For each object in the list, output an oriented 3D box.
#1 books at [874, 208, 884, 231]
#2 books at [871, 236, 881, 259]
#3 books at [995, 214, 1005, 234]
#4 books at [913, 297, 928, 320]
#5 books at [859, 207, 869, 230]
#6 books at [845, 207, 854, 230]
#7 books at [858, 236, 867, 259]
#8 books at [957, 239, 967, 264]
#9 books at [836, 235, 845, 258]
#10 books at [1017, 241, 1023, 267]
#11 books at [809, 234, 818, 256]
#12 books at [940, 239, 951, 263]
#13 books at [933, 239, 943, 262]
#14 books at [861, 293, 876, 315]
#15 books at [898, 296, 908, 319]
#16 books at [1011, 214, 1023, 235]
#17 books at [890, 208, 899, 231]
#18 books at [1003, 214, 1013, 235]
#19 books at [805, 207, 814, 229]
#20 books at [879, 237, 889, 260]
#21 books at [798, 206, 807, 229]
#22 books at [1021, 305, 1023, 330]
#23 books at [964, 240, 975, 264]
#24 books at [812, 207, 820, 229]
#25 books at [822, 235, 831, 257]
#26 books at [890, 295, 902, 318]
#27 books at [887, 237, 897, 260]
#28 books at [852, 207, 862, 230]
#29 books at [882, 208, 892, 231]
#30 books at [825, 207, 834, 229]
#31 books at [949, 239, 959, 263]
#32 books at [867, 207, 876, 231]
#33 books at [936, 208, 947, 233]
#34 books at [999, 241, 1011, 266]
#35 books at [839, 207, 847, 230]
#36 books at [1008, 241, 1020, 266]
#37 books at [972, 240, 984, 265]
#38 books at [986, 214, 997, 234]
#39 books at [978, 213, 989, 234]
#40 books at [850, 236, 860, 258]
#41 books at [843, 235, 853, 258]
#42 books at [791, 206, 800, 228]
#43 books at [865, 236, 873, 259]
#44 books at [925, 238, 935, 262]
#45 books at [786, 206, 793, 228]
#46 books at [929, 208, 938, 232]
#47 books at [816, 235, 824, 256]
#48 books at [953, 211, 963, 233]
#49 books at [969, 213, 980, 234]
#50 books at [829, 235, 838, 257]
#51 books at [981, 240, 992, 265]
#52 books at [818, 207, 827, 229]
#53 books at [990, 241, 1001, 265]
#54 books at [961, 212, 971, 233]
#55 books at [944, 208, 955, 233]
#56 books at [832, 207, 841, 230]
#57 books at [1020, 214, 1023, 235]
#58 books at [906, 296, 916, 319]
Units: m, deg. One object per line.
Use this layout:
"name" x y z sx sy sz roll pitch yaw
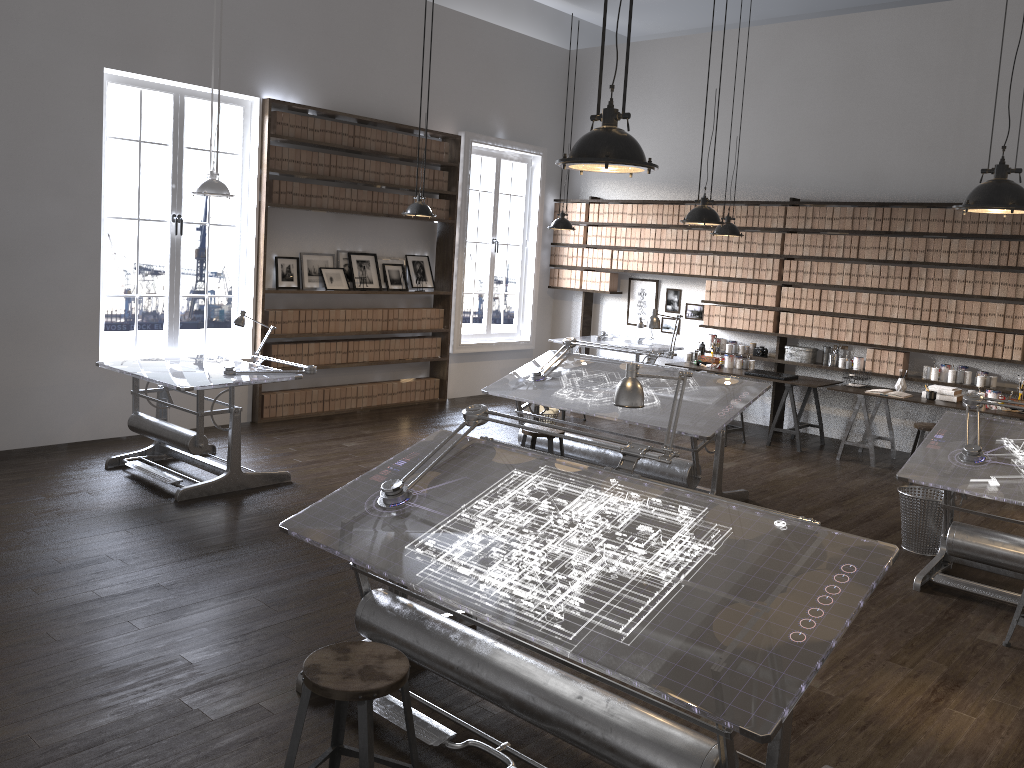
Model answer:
"books" 3.592 -1.595 8.604 0.067 0.224 0.175 9 8 41
"books" 3.572 -1.320 8.624 0.067 0.224 0.175 9 8 41
"books" 4.377 -1.442 7.910 0.067 0.224 0.175 9 8 41
"books" 3.871 -0.711 8.391 0.067 0.224 0.175 9 8 41
"books" 3.486 -1.615 8.697 0.067 0.224 0.175 9 8 41
"books" 3.379 -1.634 8.783 0.067 0.224 0.175 9 8 41
"books" 3.481 -1.339 8.714 0.067 0.224 0.175 9 8 41
"books" 4.148 -1.209 8.124 0.067 0.224 0.175 9 8 41
"books" 3.314 -1.370 8.855 0.067 0.224 0.175 9 8 41
"books" 4.519 -1.138 7.799 0.067 0.224 0.175 9 8 41
"books" 3.110 -1.410 9.038 0.067 0.224 0.175 9 8 41
"books" 4.044 -1.229 8.210 0.067 0.224 0.175 9 8 41
"books" 3.994 -1.239 8.259 0.067 0.224 0.175 9 8 41
"books" 3.504 -0.781 8.712 0.067 0.224 0.175 9 8 41
"books" 3.767 -0.730 8.477 0.067 0.224 0.175 9 8 41
"books" 4.478 -1.423 7.822 0.067 0.224 0.175 9 8 41
"books" 3.703 -1.573 8.506 0.067 0.224 0.175 9 8 41
"books" 4.424 -1.432 7.862 0.067 0.224 0.175 9 8 41
"books" 3.073 -1.694 9.056 0.067 0.224 0.175 9 8 41
"books" 3.627 -1.309 8.576 0.067 0.224 0.175 9 8 41
"books" 3.017 -1.704 9.101 0.067 0.224 0.175 9 8 41
"books" 4.544 -0.579 7.792 0.067 0.224 0.175 9 8 41
"books" 4.194 -1.199 8.077 0.067 0.224 0.175 9 8 41
"books" 3.128 -1.684 9.014 0.067 0.224 0.175 9 8 41
"books" 3.211 -1.391 8.951 0.067 0.224 0.175 9 8 41
"books" 3.715 -0.740 8.527 0.067 0.224 0.175 9 8 41
"books" 3.683 -1.299 8.531 0.067 0.224 0.175 9 8 41
"books" 3.433 -1.625 8.744 0.067 0.224 0.175 9 8 41
"books" 3.644 -1.583 8.551 0.067 0.224 0.175 9 8 41
"books" 3.229 -1.664 8.917 0.067 0.224 0.175 9 8 41
"books" 4.100 -1.218 8.164 0.067 0.224 0.175 9 8 41
"books" 3.536 -1.604 8.647 0.067 0.224 0.175 9 8 41
"books" 4.009 -1.512 8.228 0.067 0.224 0.175 9 8 41
"books" 4.408 -1.159 7.897 0.067 0.224 0.175 9 8 41
"books" 3.332 -1.645 8.831 0.067 0.224 0.175 9 8 41
"books" 4.460 -1.148 7.844 0.067 0.224 0.175 9 8 41
"books" 4.248 -1.190 8.037 0.067 0.224 0.175 9 8 41
"books" 4.329 -1.451 7.950 0.067 0.224 0.175 9 8 41
"books" 4.274 -1.461 7.996 0.067 0.224 0.175 9 8 41
"books" 3.422 -1.349 8.758 0.067 0.224 0.175 9 8 41
"books" 3.370 -1.360 8.812 0.067 0.224 0.175 9 8 41
"books" 2.963 -1.715 9.149 0.067 0.224 0.175 9 8 41
"books" 3.528 -1.329 8.669 0.067 0.224 0.175 9 8 41
"books" 3.944 -1.249 8.307 0.067 0.224 0.175 9 8 41
"books" 2.919 -1.724 9.194 0.067 0.224 0.175 9 8 41
"books" 3.964 -1.522 8.273 0.067 0.224 0.175 9 8 41
"books" 3.157 -1.400 8.991 0.067 0.224 0.175 9 8 41
"books" 4.119 -1.492 8.135 0.067 0.224 0.175 9 8 41
"books" 4.224 -1.472 8.045 0.067 0.224 0.175 9 8 41
"books" 3.264 -1.381 8.904 0.067 0.224 0.175 9 8 41
"books" 4.301 -1.180 7.990 0.067 0.224 0.175 9 8 41
"books" 3.179 -1.674 8.966 0.067 0.224 0.175 9 8 41
"books" 4.351 -1.169 7.940 0.067 0.224 0.175 9 8 41
"books" 4.173 -1.482 8.092 0.067 0.224 0.175 9 8 41
"books" 4.063 -1.502 8.180 0.067 0.224 0.175 9 8 41
"books" 3.284 -1.653 8.871 0.067 0.224 0.175 9 8 41
"books" 4.531 -1.413 7.776 0.067 0.224 0.175 9 8 41
"books" 3.821 -0.719 8.429 0.067 0.224 0.175 9 8 41
